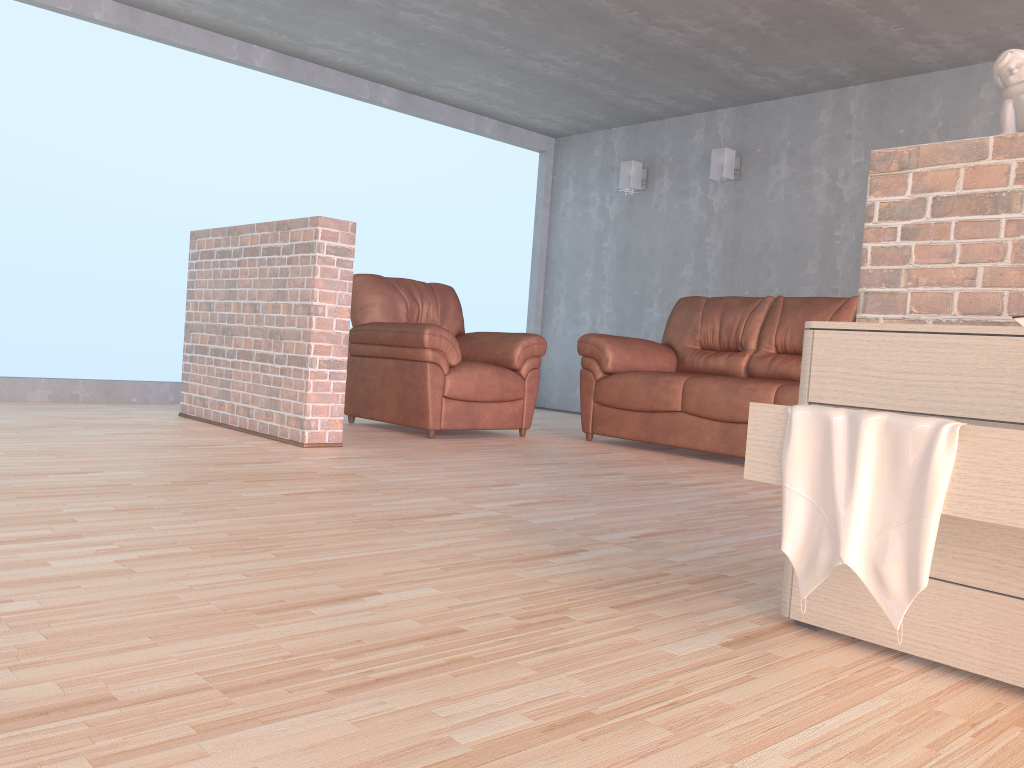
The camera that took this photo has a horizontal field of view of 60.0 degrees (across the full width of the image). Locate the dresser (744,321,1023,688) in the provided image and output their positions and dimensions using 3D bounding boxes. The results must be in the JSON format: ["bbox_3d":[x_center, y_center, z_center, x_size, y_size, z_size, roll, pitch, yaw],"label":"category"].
[{"bbox_3d":[1.190,0.246,1.229,0.605,0.612,1.686,2,3,-43],"label":"dresser"}]

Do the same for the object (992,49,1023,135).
[{"bbox_3d":[1.173,-0.643,1.958,0.131,0.218,0.216,2,3,-44],"label":"object"}]

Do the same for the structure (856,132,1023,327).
[{"bbox_3d":[1.379,0.018,1.716,0.211,1.057,1.422,2,3,-43],"label":"structure"}]

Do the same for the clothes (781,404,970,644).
[{"bbox_3d":[0.584,0.228,1.457,0.097,0.369,0.325,2,3,-42],"label":"clothes"}]

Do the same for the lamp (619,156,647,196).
[{"bbox_3d":[0.987,-1.705,7.283,0.168,0.319,0.165,2,3,-43],"label":"lamp"}]

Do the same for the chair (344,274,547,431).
[{"bbox_3d":[-0.436,-0.204,5.383,0.970,0.879,0.936,2,3,-44],"label":"chair"}]

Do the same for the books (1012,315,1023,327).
[{"bbox_3d":[1.009,-0.107,1.562,0.209,0.040,0.146,6,3,37],"label":"books"}]

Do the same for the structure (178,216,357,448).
[{"bbox_3d":[-1.318,-0.287,4.618,0.211,1.057,1.422,2,3,-43],"label":"structure"}]

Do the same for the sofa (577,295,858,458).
[{"bbox_3d":[1.470,-0.071,4.960,0.981,0.923,2.202,2,3,-43],"label":"sofa"}]

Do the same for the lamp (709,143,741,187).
[{"bbox_3d":[1.590,-1.637,6.640,0.177,0.319,0.165,2,3,-43],"label":"lamp"}]
